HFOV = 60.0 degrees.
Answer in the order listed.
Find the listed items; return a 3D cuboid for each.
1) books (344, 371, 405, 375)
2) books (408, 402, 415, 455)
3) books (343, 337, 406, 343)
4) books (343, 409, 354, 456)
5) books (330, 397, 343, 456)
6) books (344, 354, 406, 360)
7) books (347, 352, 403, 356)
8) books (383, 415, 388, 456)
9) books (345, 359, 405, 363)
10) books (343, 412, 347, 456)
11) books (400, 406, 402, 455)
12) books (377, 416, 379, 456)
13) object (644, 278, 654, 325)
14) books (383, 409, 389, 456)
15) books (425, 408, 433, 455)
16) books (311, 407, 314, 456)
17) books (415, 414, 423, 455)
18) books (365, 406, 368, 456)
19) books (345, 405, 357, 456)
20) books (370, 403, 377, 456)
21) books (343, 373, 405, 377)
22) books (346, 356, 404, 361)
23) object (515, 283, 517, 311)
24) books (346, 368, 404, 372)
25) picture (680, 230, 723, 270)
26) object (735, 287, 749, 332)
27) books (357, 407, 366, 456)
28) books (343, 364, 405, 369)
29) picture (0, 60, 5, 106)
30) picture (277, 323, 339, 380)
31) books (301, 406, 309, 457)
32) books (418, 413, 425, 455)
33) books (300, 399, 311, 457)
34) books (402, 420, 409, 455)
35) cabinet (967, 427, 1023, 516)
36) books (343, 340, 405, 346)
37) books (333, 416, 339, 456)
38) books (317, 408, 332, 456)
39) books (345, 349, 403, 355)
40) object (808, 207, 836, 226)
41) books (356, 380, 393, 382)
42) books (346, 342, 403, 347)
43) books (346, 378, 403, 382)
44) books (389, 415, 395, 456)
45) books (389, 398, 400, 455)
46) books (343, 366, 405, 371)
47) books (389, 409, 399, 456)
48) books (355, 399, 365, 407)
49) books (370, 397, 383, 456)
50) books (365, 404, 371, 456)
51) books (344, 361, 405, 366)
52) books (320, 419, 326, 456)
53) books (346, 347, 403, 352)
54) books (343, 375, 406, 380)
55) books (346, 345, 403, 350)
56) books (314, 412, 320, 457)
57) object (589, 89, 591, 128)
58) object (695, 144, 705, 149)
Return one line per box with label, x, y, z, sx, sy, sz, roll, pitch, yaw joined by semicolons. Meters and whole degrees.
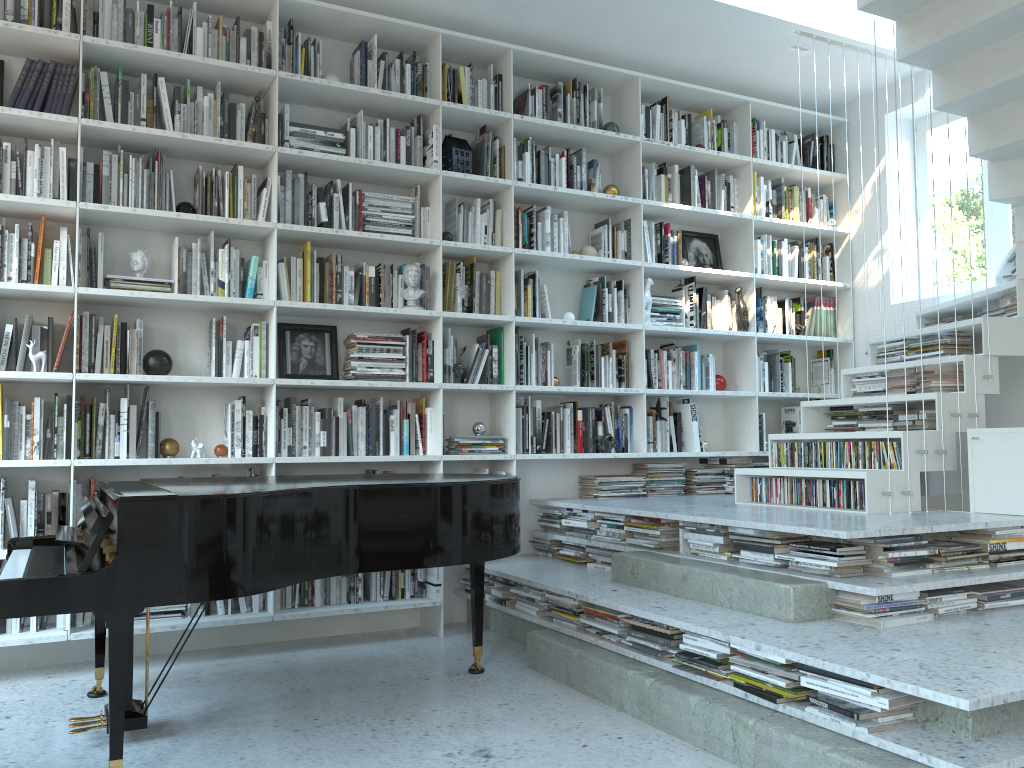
books;-0.708;-0.052;4.569;0.285;0.012;0.159;1;-4;-22
books;-0.549;0.236;4.632;0.026;0.272;0.175;1;-4;-27
books;-0.709;-0.220;4.579;0.285;0.012;0.159;2;-5;-32
books;-0.838;0.246;4.490;0.031;0.237;0.159;1;-4;-27
books;-0.884;0.217;4.466;0.026;0.291;0.152;1;-4;-27
books;-0.708;-0.135;4.574;0.285;0.012;0.159;1;-4;-22
books;-0.711;-0.147;4.579;0.254;0.012;0.161;1;-4;-24
books;-0.678;0.265;4.559;0.024;0.207;0.183;1;-4;-27
books;-0.709;-0.111;4.572;0.285;0.012;0.159;1;-4;-22
books;-0.865;0.254;4.484;0.025;0.220;0.140;1;-4;-27
books;-0.602;0.244;4.619;0.014;0.256;0.145;1;-4;-27
books;-0.714;0.267;4.554;0.021;0.202;0.128;1;-4;-27
object;0.786;-0.476;5.175;0.087;0.288;0.075;-1;-3;8
books;-0.666;0.252;4.578;0.014;0.235;0.154;1;-4;-27
books;-0.459;0.251;4.661;0.033;0.246;0.176;1;-4;-27
books;-1.014;0.238;4.409;0.021;0.244;0.141;1;-4;-27
books;-0.513;0.266;4.636;0.042;0.212;0.169;1;-4;-27
books;-0.764;0.241;4.534;0.011;0.251;0.158;1;-4;-27
books;-0.820;0.239;4.516;0.025;0.254;0.136;1;-4;-27
books;-0.730;0.234;4.532;0.028;0.264;0.161;1;-4;-27
books;-0.712;-0.039;4.577;0.285;0.012;0.159;2;-5;-28
books;-0.709;-0.123;4.574;0.254;0.012;0.161;2;-5;-32
object;-0.009;-0.448;4.955;0.013;0.208;0.140;1;-4;-27
books;-0.709;-0.064;4.570;0.254;0.012;0.161;2;-5;-32
picture;1.210;-0.823;5.658;0.300;0.299;0.077;1;-4;-27
object;1.430;-0.456;5.522;0.087;0.288;0.075;-1;-3;8
books;-0.785;0.242;4.503;0.026;0.245;0.191;1;-4;-27
books;-0.713;-0.087;4.580;0.285;0.012;0.159;2;-5;-26
picture;-2.386;-1.297;3.859;0.300;0.299;0.077;1;-4;-27
picture;-1.029;-0.155;4.477;0.300;0.299;0.077;1;-4;-27
books;-1.040;0.235;4.379;0.027;0.245;0.179;1;-4;-27
books;-0.490;0.265;4.650;0.011;0.216;0.166;1;-4;-27
books;-1.021;0.217;4.386;0.013;0.282;0.166;1;-4;-27
books;-0.575;0.279;4.603;0.023;0.183;0.169;1;-4;-27
cabinet;2.412;0.499;3.480;0.551;0.667;0.993;1;-4;-27
books;-0.713;-0.208;4.585;0.285;0.012;0.159;1;-5;-25
books;-0.900;0.263;4.441;0.023;0.196;0.165;1;-4;-27
books;-0.936;0.242;4.426;0.029;0.237;0.166;1;-4;-27
books;-0.711;-0.159;4.580;0.254;0.012;0.161;2;-5;-30
object;2.047;-1.099;5.892;0.203;0.137;0.095;0;-4;-11
books;-0.709;-0.004;4.568;0.254;0.012;0.161;2;-5;-31
books;-0.710;-0.196;4.580;0.254;0.012;0.161;2;-5;-31
books;-0.711;-0.016;4.573;0.254;0.012;0.161;1;-5;-25
books;-0.643;0.267;4.575;0.023;0.204;0.167;1;-4;-27
books;-0.612;0.224;4.607;0.014;0.293;0.137;1;-4;-27
books;-0.714;-0.075;4.581;0.285;0.012;0.159;2;-5;-27
books;-0.623;0.252;4.586;0.023;0.234;0.175;1;-4;-27
books;-0.778;0.224;4.535;0.014;0.286;0.134;1;-4;-27
books;-0.696;0.220;4.555;0.012;0.296;0.178;1;-4;-27
books;-0.750;0.236;4.530;0.010;0.261;0.181;1;-4;-27
books;-0.712;-0.099;4.578;0.285;0.012;0.159;1;-5;-25
books;-0.959;0.268;4.405;0.029;0.183;0.174;1;-4;-27
books;-0.710;-0.171;4.578;0.254;0.012;0.161;2;-5;-31
books;-0.708;-0.028;4.567;0.285;0.012;0.159;2;-5;-32
books;-0.711;-0.184;4.581;0.254;0.012;0.161;2;-5;-30
books;-0.984;0.251;4.398;0.023;0.217;0.174;1;-4;-27
object;0.433;-1.579;5.256;0.006;0.297;0.129;1;-4;-27
object;1.165;-1.453;5.508;0.071;0.072;0.071;-2;-4;22
